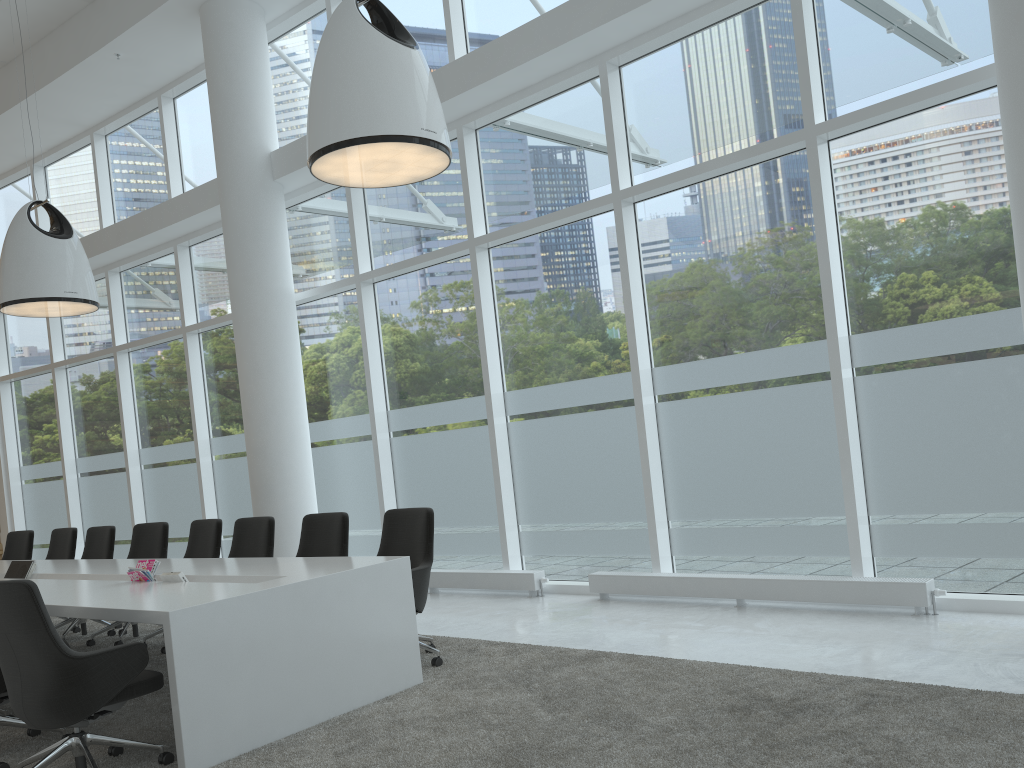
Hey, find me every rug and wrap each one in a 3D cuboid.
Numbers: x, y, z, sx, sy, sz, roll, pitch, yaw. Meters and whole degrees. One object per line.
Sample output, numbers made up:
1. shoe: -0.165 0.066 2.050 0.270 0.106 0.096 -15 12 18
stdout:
1. rug: -3.887 2.188 6.593 13.500 0.010 3.930 -9 -5 38

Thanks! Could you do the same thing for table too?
1. table: -3.567 1.776 6.504 6.582 0.739 1.497 -9 -4 38

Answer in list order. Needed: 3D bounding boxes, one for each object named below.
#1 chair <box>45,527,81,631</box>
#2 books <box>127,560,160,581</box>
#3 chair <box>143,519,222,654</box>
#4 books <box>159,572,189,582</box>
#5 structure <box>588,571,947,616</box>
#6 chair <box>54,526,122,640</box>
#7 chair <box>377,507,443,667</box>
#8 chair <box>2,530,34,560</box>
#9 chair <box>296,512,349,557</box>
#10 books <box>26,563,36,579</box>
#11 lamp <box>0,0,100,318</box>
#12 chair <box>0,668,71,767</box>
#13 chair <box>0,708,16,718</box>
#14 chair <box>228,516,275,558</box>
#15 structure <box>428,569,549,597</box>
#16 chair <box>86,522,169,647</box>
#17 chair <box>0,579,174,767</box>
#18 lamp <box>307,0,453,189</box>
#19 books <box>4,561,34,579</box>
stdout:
1. chair: -4.491 1.897 8.512 0.688 0.966 0.672 -7 -2 38
2. books: -2.241 1.231 5.438 0.230 0.275 0.599 -5 -3 -32
3. chair: -2.629 1.600 7.116 0.688 0.966 0.672 -7 -2 43
4. books: -1.892 1.179 5.082 0.204 0.226 0.143 -7 -2 37
5. structure: 1.654 1.469 6.287 2.700 0.213 0.150 -10 -3 42
6. chair: -3.882 1.794 7.974 0.688 0.966 0.672 -7 -2 38
7. chair: -0.790 1.296 5.594 0.688 0.966 0.672 -7 -2 43
8. chair: -5.197 2.009 9.026 0.688 0.966 0.672 -7 -2 33
9. chair: -1.424 1.399 6.099 0.688 0.966 0.672 -7 -2 38
10. books: -3.730 1.471 6.679 0.354 0.241 0.158 -8 -2 38
11. lamp: -4.650 -2.528 8.560 0.883 3.645 0.885 -6 0 -9
12. chair: -2.679 1.419 4.471 0.688 0.966 0.672 -7 -2 38
13. chair: -3.289 1.522 5.008 0.688 0.966 0.672 -7 -2 38
14. chair: -2.071 1.503 6.597 0.688 0.966 0.672 -7 -2 38
15. structure: -0.714 1.871 8.389 2.700 0.213 0.150 -9 -3 40
16. chair: -3.255 1.700 7.585 0.688 0.966 0.672 -7 -2 33
17. chair: -1.974 1.307 3.956 0.688 0.966 0.672 -7 -2 33
18. lamp: -0.995 -3.140 5.427 0.883 3.645 0.885 -6 0 -6
19. books: -3.727 1.451 6.655 0.358 0.229 0.139 -8 -2 38
